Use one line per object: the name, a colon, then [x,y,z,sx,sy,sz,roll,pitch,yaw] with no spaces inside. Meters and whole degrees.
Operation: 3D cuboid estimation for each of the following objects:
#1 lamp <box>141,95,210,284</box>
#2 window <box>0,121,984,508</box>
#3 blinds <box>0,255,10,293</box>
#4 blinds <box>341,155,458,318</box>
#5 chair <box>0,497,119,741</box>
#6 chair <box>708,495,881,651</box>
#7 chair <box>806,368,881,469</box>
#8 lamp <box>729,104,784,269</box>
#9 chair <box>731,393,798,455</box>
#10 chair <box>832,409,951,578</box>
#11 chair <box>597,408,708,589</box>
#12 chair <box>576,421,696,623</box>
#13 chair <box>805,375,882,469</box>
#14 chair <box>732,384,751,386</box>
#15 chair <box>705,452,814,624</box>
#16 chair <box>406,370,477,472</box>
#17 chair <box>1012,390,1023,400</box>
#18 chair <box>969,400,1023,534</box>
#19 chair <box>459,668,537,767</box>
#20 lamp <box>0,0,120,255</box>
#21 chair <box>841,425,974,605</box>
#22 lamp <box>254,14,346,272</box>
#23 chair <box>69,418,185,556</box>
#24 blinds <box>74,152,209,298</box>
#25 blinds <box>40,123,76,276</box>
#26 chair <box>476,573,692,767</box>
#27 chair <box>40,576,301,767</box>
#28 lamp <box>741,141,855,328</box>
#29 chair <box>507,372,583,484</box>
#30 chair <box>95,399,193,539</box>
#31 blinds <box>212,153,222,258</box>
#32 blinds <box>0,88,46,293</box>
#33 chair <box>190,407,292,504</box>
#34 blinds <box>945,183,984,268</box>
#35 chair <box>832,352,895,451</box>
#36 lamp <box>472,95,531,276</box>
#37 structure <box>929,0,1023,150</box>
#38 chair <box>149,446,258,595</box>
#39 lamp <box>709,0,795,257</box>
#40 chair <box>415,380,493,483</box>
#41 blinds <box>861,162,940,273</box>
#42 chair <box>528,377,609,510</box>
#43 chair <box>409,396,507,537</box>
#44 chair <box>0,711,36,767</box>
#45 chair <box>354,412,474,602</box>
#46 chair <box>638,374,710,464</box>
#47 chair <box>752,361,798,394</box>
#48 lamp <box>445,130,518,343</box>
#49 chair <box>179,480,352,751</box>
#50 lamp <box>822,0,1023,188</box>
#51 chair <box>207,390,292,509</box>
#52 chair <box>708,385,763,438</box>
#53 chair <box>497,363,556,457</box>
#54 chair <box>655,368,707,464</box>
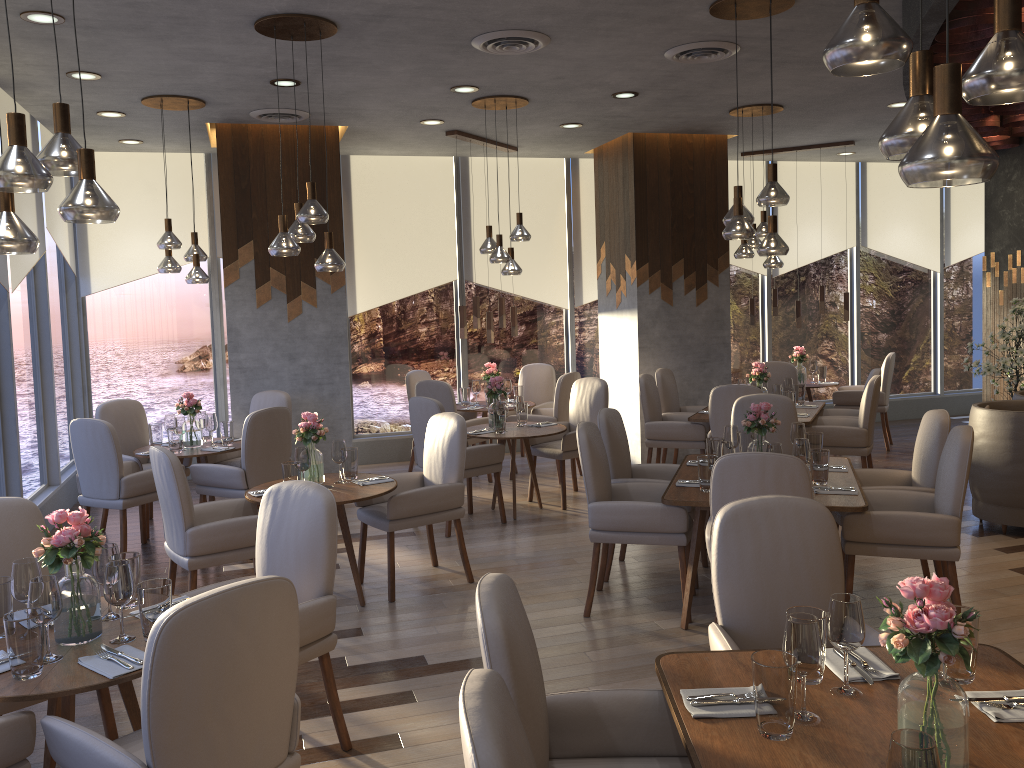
lamp: [-2.445,-1.396,6.505,0.439,1.323,0.440,1,5,41]
window: [-0.688,-0.771,6.544,8.061,3.192,16.159,1,6,28]
blinds: [-3.280,-1.900,5.352,0.007,2.675,1.175,-3,4,-16]
blinds: [-1.172,-2.052,9.225,1.174,2.675,0.007,-3,4,-16]
chair: [-1.762,0.939,3.160,0.600,0.998,0.529,2,5,40]
chair: [0.888,0.895,2.699,0.528,0.998,0.601,-2,4,-2]
chair: [2.828,0.367,7.555,0.599,0.998,0.529,0,4,20]
lamp: [2.068,-1.638,7.469,0.440,1.323,0.440,-4,4,-31]
chair: [1.618,0.589,5.650,0.528,0.998,0.601,-1,4,14]
chair: [2.092,0.643,4.923,0.599,0.998,0.529,-1,4,12]
chair: [0.836,0.647,5.314,0.599,0.998,0.529,0,4,20]
chair: [0.666,0.704,4.776,0.599,0.998,0.529,-1,4,14]
chair: [2.609,0.424,7.031,0.600,0.998,0.529,0,5,27]
chair: [2.580,0.147,9.944,0.600,0.998,0.529,0,4,26]
chair: [1.159,0.757,4.050,0.528,0.998,0.601,0,4,20]
chair: [-0.714,0.361,8.850,0.600,0.998,0.529,0,5,27]
chair: [4.136,0.484,6.713,0.774,0.836,0.596,-2,4,-7]
chair: [3.462,0.568,6.074,0.595,0.835,0.776,-2,4,3]
chair: [0.223,1.024,1.584,0.600,0.998,0.529,-2,4,-2]
lamp: [-1.430,-1.062,2.663,0.439,1.323,0.440,-4,4,-23]
chair: [1.941,0.700,4.375,0.599,0.998,0.529,0,4,20]
lamp: [-1.151,-1.281,4.858,0.439,1.323,0.440,-3,4,-14]
chair: [-2.625,0.692,6.046,0.528,0.998,0.601,0,5,27]
blinds: [-3.577,-2.188,8.503,1.174,2.675,0.007,-3,4,-16]
blinds: [-3.996,-2.296,7.730,0.007,2.675,1.175,-3,4,-16]
chair: [0.229,0.970,2.149,0.599,0.998,0.529,-2,4,3]
chair: [-0.886,0.983,2.397,0.600,0.998,0.529,1,5,39]
lamp: [3.075,-1.567,9.536,1.161,1.927,0.118,0,4,29]
chair: [0.328,0.382,8.261,0.600,0.998,0.529,0,5,30]
chair: [-2.848,0.624,6.839,0.600,0.998,0.529,1,5,31]
blinds: [-2.379,-2.262,8.855,1.174,2.675,0.007,-3,4,-16]
blinds: [-3.635,-2.003,6.547,0.007,2.675,1.175,-3,4,-16]
chair: [-1.864,0.650,6.222,0.600,0.998,0.529,1,5,30]
blinds: [6.005,-2.840,11.315,1.174,2.675,0.007,-3,4,-16]
chair: [3.720,0.166,9.349,0.600,0.998,0.529,0,5,27]
lamp: [-0.070,-1.508,6.859,0.439,1.323,0.440,-3,4,-9]
structure: [3.128,-1.796,3.177,2.754,0.555,9.477,-1,6,13]
chair: [-1.542,0.790,4.650,0.600,0.998,0.529,-5,5,-36]
lamp: [1.292,-1.351,4.739,0.439,1.323,0.440,-3,4,-11]
chair: [-0.542,0.434,8.027,0.528,0.998,0.601,1,5,33]
blinds: [4.811,-2.700,10.968,1.174,2.675,0.007,-3,4,-16]
chair: [0.483,0.465,7.340,0.600,0.998,0.528,-5,5,-39]
chair: [-0.424,0.564,6.619,0.600,0.998,0.528,-5,5,-40]
chair: [-1.666,1.014,2.342,0.528,0.998,0.601,1,5,36]
chair: [-0.583,0.696,5.299,0.600,0.998,0.529,-5,5,-35]
chair: [1.404,0.411,7.584,0.599,0.998,0.529,0,4,22]
chair: [2.449,0.306,8.320,0.528,0.998,0.601,0,4,22]
lamp: [-0.236,-1.356,8.477,0.118,1.927,1.163,0,5,29]
chair: [-0.958,0.903,3.260,0.528,0.998,0.601,1,5,37]
lamp: [0.833,-1.050,1.748,0.439,1.323,0.440,0,4,23]
chair: [-2.070,0.576,7.063,0.528,0.998,0.601,0,5,28]
chair: [1.792,0.473,6.806,0.528,0.998,0.601,0,5,27]
chair: [0.155,0.307,9.111,0.528,0.998,0.601,0,5,31]
chair: [1.640,0.355,8.096,0.600,0.998,0.529,0,5,27]
